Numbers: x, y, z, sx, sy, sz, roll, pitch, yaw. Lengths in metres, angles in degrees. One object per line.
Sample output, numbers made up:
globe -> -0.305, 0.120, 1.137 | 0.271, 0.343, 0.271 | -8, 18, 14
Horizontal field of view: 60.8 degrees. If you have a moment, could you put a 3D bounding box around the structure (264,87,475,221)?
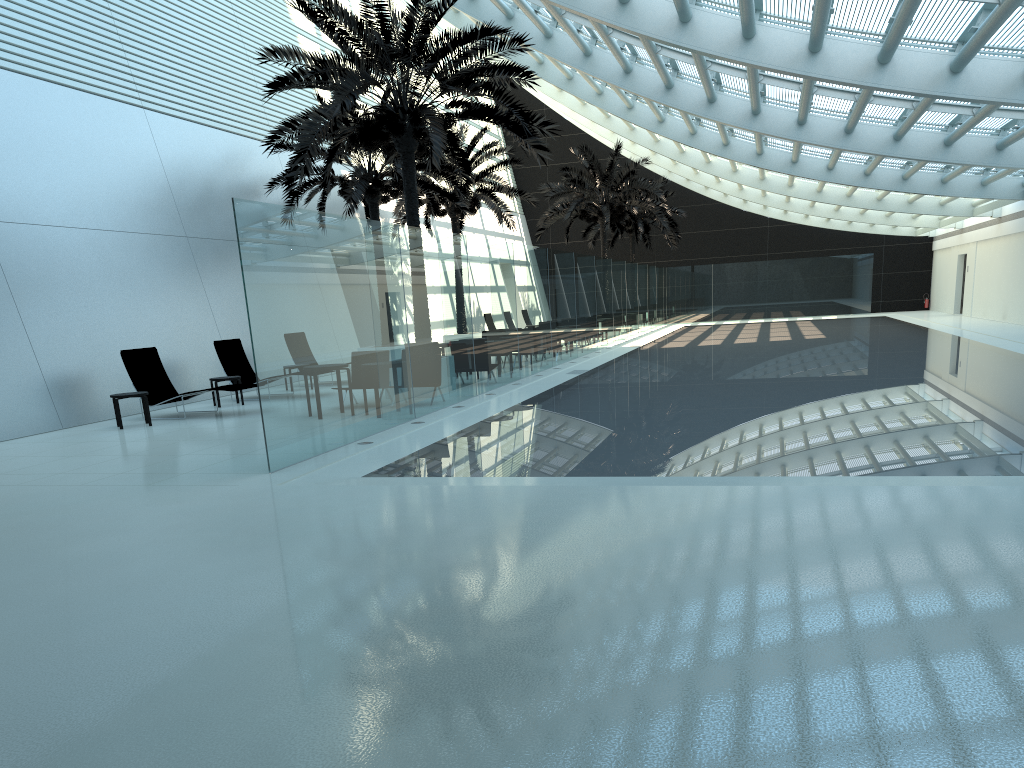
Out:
structure -> -3.292, -3.720, 21.195 | 4.638, 7.078, 4.124 | -4, 13, -5

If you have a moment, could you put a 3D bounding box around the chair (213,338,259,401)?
chair -> -4.586, -0.324, 16.963 | 2.037, 1.199, 0.889 | -1, 12, 16

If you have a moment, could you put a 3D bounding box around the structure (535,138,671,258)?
structure -> 3.452, -5.332, 32.741 | 4.826, 7.271, 4.276 | -1, 13, 10

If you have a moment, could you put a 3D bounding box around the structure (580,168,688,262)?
structure -> 5.736, -6.192, 40.289 | 4.453, 7.270, 4.637 | -4, 12, -5

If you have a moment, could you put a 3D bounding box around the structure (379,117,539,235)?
structure -> -1.827, -4.378, 26.812 | 4.543, 7.141, 4.212 | -13, 16, -39

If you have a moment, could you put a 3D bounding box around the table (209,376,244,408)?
table -> -5.256, 0.139, 16.078 | 0.546, 0.536, 0.542 | -9, 12, -30

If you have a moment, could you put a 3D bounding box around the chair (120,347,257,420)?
chair -> -5.299, -0.052, 14.576 | 2.037, 1.199, 0.889 | -1, 12, 16

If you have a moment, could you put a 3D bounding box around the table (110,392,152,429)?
table -> -5.970, 0.410, 13.692 | 0.546, 0.536, 0.542 | -9, 12, -30

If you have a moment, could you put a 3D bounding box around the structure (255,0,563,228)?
structure -> -1.852, -3.310, 14.978 | 4.783, 7.271, 4.316 | 5, 15, 34
